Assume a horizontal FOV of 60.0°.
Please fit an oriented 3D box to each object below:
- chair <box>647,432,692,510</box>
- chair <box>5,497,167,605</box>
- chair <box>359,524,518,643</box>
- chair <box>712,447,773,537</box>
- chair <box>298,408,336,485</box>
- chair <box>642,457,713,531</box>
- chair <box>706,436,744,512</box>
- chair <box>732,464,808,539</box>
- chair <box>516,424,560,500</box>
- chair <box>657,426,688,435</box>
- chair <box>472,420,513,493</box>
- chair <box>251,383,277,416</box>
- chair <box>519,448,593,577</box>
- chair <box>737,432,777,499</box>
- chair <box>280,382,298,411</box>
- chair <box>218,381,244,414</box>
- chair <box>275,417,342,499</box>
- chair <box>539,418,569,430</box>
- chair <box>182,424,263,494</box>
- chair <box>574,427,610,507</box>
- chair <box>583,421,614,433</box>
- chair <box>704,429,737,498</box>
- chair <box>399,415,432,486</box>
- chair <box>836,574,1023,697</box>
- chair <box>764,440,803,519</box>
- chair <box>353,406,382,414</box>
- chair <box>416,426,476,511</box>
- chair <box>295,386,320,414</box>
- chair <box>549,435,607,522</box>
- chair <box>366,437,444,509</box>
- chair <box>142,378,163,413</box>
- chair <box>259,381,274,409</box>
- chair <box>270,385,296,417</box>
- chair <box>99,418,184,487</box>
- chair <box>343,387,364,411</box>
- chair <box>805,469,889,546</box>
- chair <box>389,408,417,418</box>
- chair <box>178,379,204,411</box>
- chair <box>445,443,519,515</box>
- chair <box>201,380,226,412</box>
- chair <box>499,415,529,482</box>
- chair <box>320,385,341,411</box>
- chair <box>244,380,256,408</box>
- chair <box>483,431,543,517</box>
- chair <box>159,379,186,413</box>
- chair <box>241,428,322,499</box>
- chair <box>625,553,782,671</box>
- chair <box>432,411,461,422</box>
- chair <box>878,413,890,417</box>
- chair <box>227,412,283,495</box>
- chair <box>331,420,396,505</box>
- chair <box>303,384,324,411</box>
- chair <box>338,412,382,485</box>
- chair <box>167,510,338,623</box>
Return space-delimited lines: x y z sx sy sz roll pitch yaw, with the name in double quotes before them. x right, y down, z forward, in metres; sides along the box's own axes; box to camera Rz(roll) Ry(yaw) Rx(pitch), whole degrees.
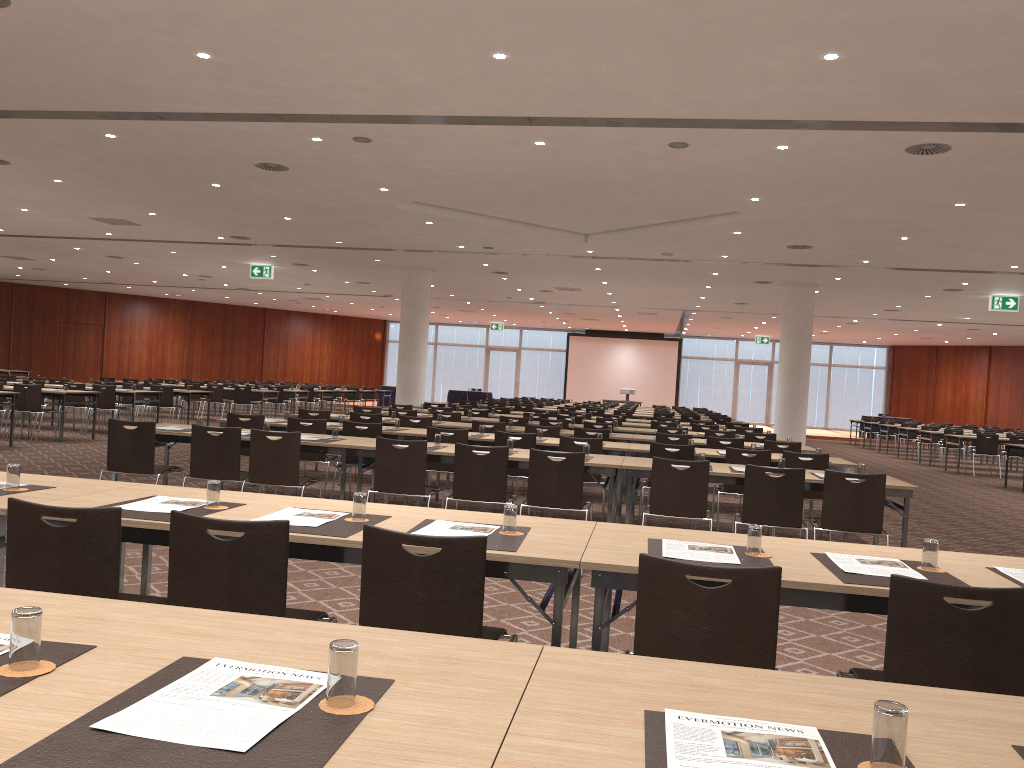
"chair" 1.972 1.070 10.935 0.535 0.939 0.614 4 1 10
"chair" -1.574 0.883 3.278 0.535 0.939 0.613 4 1 8
"chair" -0.289 0.961 3.151 0.535 0.939 0.614 4 1 12
"chair" 2.301 1.097 8.815 0.535 0.939 0.613 4 1 7
"chair" -2.544 0.796 11.578 0.535 0.939 0.614 4 1 8
"chair" 1.305 1.043 6.991 0.535 0.939 0.614 4 1 11
"chair" 2.553 1.105 10.764 0.535 0.939 0.614 4 1 10
"chair" 1.977 1.084 6.806 0.535 0.939 0.614 4 1 12
"chair" 0.379 0.973 11.112 0.535 0.939 0.614 4 1 10
"chair" 2.299 1.083 12.866 0.535 0.939 0.614 4 1 9
"chair" -0.282 0.933 11.252 0.535 0.939 0.614 4 1 11
"chair" -7.263 0.461 26.038 0.535 0.939 0.614 4 1 9
"chair" 0.354 0.986 7.065 0.535 0.939 0.614 4 1 10
"chair" 3.510 1.156 12.672 0.535 0.939 0.614 4 1 11
"chair" -7.609 0.426 30.061 0.535 0.939 0.614 4 1 10
"chair" -8.255 0.401 26.114 0.535 0.939 0.613 4 1 6
"chair" -2.156 0.826 9.491 0.535 0.939 0.614 4 1 9
"chair" 0.613 0.980 13.177 0.535 0.939 0.613 4 1 7
"chair" -2.468 0.814 7.551 0.535 0.939 0.613 4 1 6
"chair" 0.988 1.010 11.050 0.535 0.939 0.614 4 1 12
"chair" 1.251 1.019 12.998 0.535 0.939 0.613 4 1 8
"chair" 2.961 1.123 12.802 0.535 0.939 0.613 4 1 7
"chair" -1.233 0.875 11.447 0.535 0.939 0.613 4 1 7
"chair" 1.368 1.062 2.844 0.535 0.939 0.614 4 1 9
"chair" 3.206 1.145 10.695 0.535 0.939 0.613 4 1 6
"chair" -2.193 0.810 13.583 0.535 0.939 0.613 4 1 6
"chair" -0.666 0.917 9.253 0.535 0.939 0.613 4 1 7
"chair" -5.959 0.540 25.889 0.535 0.939 0.613 4 1 7
"chair" 0.691 0.999 9.072 0.535 0.939 0.613 4 1 8
"chair" -0.887 0.910 7.341 0.535 0.939 0.614 4 1 12
"chair" -9.770 0.316 24.473 0.535 0.939 0.613 4 1 7
"chair" -8.238 0.388 30.304 0.535 0.939 0.614 4 1 12
"chair" -6.657 0.498 25.859 0.535 0.939 0.613 4 1 6
"chair" -3.200 0.770 7.632 0.535 0.939 0.614 4 1 9
"chair" -5.322 0.565 29.838 0.535 0.939 0.613 4 1 7
"chair" 2.553 1.119 6.749 0.535 0.939 0.614 4 1 11
"chair" -1.637 0.844 13.459 0.535 0.939 0.613 4 1 8
"chair" -9.569 0.321 26.466 0.535 0.939 0.614 4 1 11
"chair" -0.242 0.949 7.195 0.535 0.939 0.614 4 1 8
"chair" -8.862 0.364 26.293 0.535 0.939 0.614 4 1 11
"chair" 0.024 0.945 13.229 0.535 0.939 0.613 4 1 7
"chair" -6.093 0.519 29.819 0.535 0.939 0.613 4 1 7
"chair" -8.918 0.347 30.352 0.535 0.939 0.614 4 1 6
"chair" 0.039 0.959 9.218 0.535 0.939 0.614 4 1 10
"chair" -9.232 0.349 24.244 0.535 0.939 0.614 4 1 12
"chair" -1.939 0.847 7.431 0.535 0.939 0.614 4 1 8
"chair" 0.621 1.016 2.928 0.535 0.939 0.614 4 1 12
"chair" -0.981 0.883 13.432 0.535 0.939 0.613 4 1 7
"chair" 13.954 1.585 33.206 0.535 0.939 0.614 4 1 9
"chair" -2.838 0.785 9.635 0.535 0.939 0.614 4 1 10
"chair" -1.558 0.863 9.431 0.535 0.939 0.614 4 1 10
"chair" -6.704 0.481 29.999 0.535 0.939 0.614 4 1 10
"chair" -1.863 0.837 11.505 0.535 0.939 0.614 4 1 11
"chair" -0.975 0.919 3.218 0.535 0.939 0.613 4 1 8
